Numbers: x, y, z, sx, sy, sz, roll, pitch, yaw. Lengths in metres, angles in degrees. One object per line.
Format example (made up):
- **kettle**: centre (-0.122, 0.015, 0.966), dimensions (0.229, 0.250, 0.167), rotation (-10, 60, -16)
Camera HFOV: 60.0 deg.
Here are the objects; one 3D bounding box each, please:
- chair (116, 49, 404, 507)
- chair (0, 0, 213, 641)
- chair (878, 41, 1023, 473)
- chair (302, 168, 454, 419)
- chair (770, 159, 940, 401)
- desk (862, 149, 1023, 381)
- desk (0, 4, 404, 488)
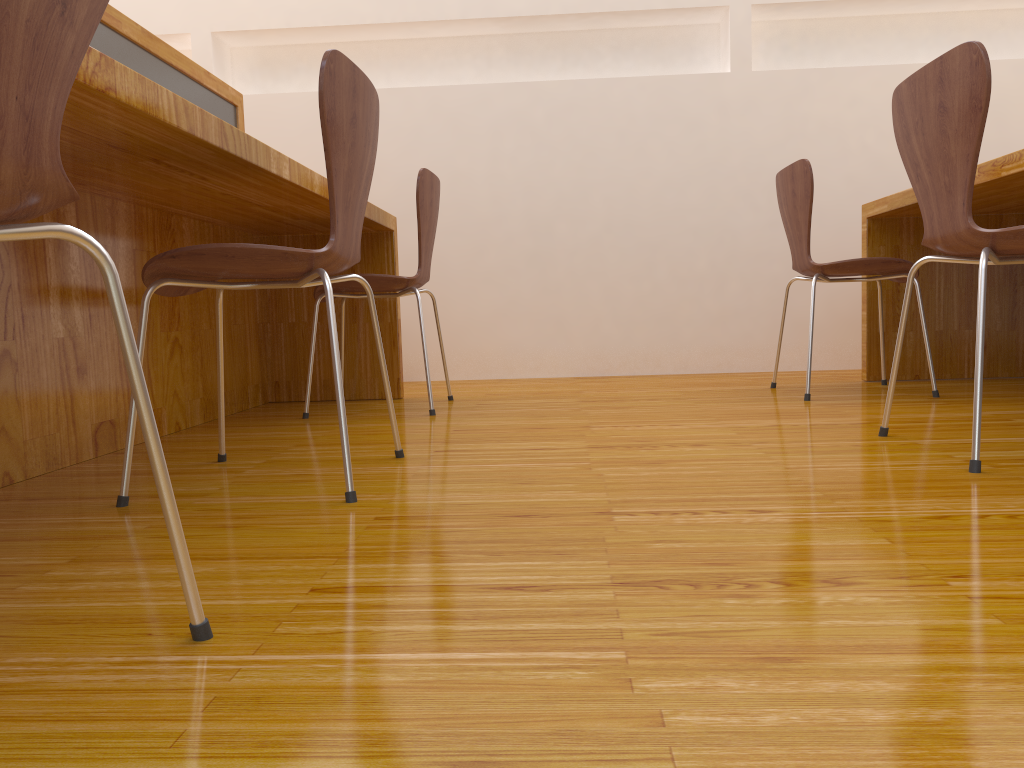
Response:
- **chair**: centre (-0.422, -0.171, 1.536), dimensions (0.381, 0.693, 0.428), rotation (-2, 5, 3)
- **chair**: centre (-0.476, -0.090, 0.570), dimensions (0.381, 0.693, 0.428), rotation (-2, 5, 3)
- **chair**: centre (0.924, -0.222, 1.591), dimensions (0.381, 0.693, 0.428), rotation (-2, 5, 3)
- **chair**: centre (-0.398, -0.263, 2.652), dimensions (0.381, 0.693, 0.428), rotation (-2, 5, 3)
- **chair**: centre (1.024, -0.316, 2.702), dimensions (0.381, 0.693, 0.428), rotation (-2, 5, 3)
- **desk**: centre (1.891, -0.116, 1.486), dimensions (1.527, 0.785, 3.243), rotation (-2, 5, 3)
- **desk**: centre (-1.094, -0.312, 1.407), dimensions (1.248, 1.022, 3.216), rotation (-2, 5, 3)
